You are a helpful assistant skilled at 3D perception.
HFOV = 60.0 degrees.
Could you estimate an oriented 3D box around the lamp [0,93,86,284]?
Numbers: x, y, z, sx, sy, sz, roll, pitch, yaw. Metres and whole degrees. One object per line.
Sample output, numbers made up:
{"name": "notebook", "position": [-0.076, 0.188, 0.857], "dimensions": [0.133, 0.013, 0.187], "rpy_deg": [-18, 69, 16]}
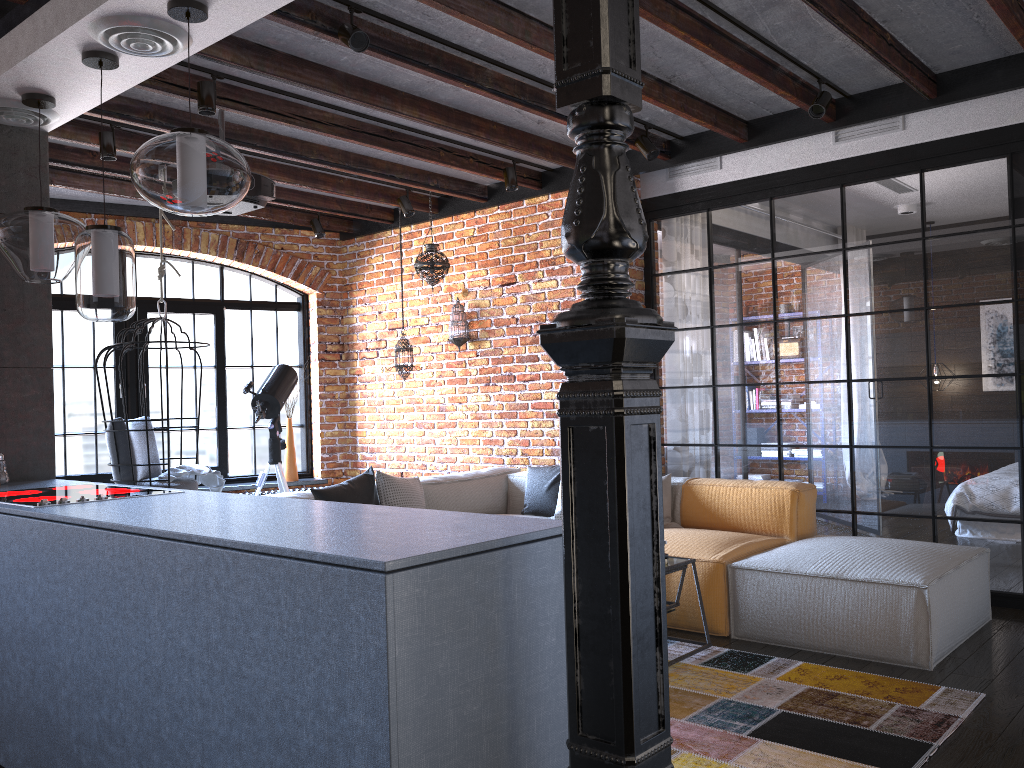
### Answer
{"name": "lamp", "position": [-1.905, -0.785, 3.584], "dimensions": [0.367, 0.747, 0.367], "rpy_deg": [-2, -1, 4]}

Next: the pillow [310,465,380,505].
{"name": "pillow", "position": [-0.871, 0.673, 4.917], "dimensions": [0.238, 0.417, 0.538], "rpy_deg": [-2, -1, 30]}

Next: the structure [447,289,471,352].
{"name": "structure", "position": [-0.404, -0.485, 6.694], "dimensions": [0.169, 0.482, 0.169], "rpy_deg": [-2, -1, 41]}

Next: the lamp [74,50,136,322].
{"name": "lamp", "position": [-1.470, -0.702, 3.192], "dimensions": [0.195, 0.955, 0.198], "rpy_deg": [-1, -1, -19]}

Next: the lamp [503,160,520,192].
{"name": "lamp", "position": [-0.004, -1.368, 5.829], "dimensions": [0.113, 0.194, 0.085], "rpy_deg": [-2, -1, 12]}

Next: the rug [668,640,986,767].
{"name": "rug", "position": [0.382, 1.179, 3.472], "dimensions": [2.364, 0.013, 1.432], "rpy_deg": [-3, -2, 41]}

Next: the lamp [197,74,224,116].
{"name": "lamp", "position": [-1.426, -1.365, 4.187], "dimensions": [0.082, 0.184, 0.119], "rpy_deg": [-2, -1, 37]}

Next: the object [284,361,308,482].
{"name": "object", "position": [-1.816, 0.290, 7.470], "dimensions": [0.270, 1.053, 0.299], "rpy_deg": [-1, -1, -29]}

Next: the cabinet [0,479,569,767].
{"name": "cabinet", "position": [-1.136, 0.797, 2.798], "dimensions": [2.961, 0.844, 0.607], "rpy_deg": [-3, -1, 41]}

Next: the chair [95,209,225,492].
{"name": "chair", "position": [-2.275, -0.308, 5.637], "dimensions": [0.682, 2.220, 0.802], "rpy_deg": [-2, -1, -4]}

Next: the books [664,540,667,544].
{"name": "books", "position": [0.509, 0.692, 3.846], "dimensions": [0.268, 0.014, 0.196], "rpy_deg": [-1, -2, -38]}

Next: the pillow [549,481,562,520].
{"name": "pillow", "position": [0.475, 0.667, 5.401], "dimensions": [0.495, 0.354, 0.293], "rpy_deg": [-2, -1, 26]}

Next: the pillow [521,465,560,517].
{"name": "pillow", "position": [0.254, 0.664, 5.664], "dimensions": [0.510, 0.400, 0.263], "rpy_deg": [-2, -1, 35]}

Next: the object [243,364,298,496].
{"name": "object", "position": [-1.823, 0.580, 6.553], "dimensions": [0.570, 1.471, 0.616], "rpy_deg": [-1, -1, -23]}

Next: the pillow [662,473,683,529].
{"name": "pillow", "position": [0.710, 0.683, 5.108], "dimensions": [0.485, 0.314, 0.358], "rpy_deg": [-2, -1, -6]}

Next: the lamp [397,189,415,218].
{"name": "lamp", "position": [-0.778, -1.324, 6.500], "dimensions": [0.134, 0.208, 0.090], "rpy_deg": [-2, -1, 8]}

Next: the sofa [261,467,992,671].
{"name": "sofa", "position": [0.328, 0.882, 4.480], "dimensions": [3.301, 0.697, 2.536], "rpy_deg": [-3, -2, 40]}

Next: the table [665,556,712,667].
{"name": "table", "position": [0.281, 0.981, 3.874], "dimensions": [0.848, 0.388, 0.842], "rpy_deg": [-3, -2, 41]}

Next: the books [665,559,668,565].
{"name": "books", "position": [0.514, 0.770, 3.842], "dimensions": [0.247, 0.024, 0.209], "rpy_deg": [-1, -1, -30]}

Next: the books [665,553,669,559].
{"name": "books", "position": [0.514, 0.747, 3.843], "dimensions": [0.251, 0.023, 0.209], "rpy_deg": [-1, -1, -30]}

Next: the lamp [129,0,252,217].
{"name": "lamp", "position": [-1.023, -0.868, 2.820], "dimensions": [0.364, 0.665, 0.364], "rpy_deg": [-2, -1, 24]}

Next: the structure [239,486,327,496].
{"name": "structure", "position": [-1.920, 1.097, 7.144], "dimensions": [1.115, 0.476, 0.106], "rpy_deg": [-1, -1, -32]}

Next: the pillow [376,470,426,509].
{"name": "pillow", "position": [-0.631, 0.684, 5.155], "dimensions": [0.250, 0.402, 0.543], "rpy_deg": [-2, -1, 23]}

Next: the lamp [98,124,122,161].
{"name": "lamp", "position": [-2.204, -1.325, 4.859], "dimensions": [0.116, 0.188, 0.083], "rpy_deg": [-2, -1, 4]}

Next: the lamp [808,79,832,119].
{"name": "lamp", "position": [1.556, -1.436, 4.480], "dimensions": [0.082, 0.207, 0.159], "rpy_deg": [-2, -1, 41]}

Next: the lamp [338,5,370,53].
{"name": "lamp", "position": [-0.622, -1.395, 3.502], "dimensions": [0.092, 0.201, 0.162], "rpy_deg": [-1, -1, -32]}

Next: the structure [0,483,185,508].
{"name": "structure", "position": [-1.607, 0.407, 3.192], "dimensions": [0.763, 0.057, 0.504], "rpy_deg": [-3, -2, 41]}

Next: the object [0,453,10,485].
{"name": "object", "position": [-2.170, 0.358, 3.752], "dimensions": [0.069, 0.135, 0.069], "rpy_deg": [-2, -1, 21]}

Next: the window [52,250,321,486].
{"name": "window", "position": [-3.036, -0.118, 7.073], "dimensions": [3.293, 2.233, 0.177], "rpy_deg": [-1, -1, -32]}

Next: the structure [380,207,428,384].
{"name": "structure", "position": [-0.845, -0.717, 6.817], "dimensions": [0.338, 1.437, 0.389], "rpy_deg": [-2, -1, 41]}

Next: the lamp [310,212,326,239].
{"name": "lamp", "position": [-1.578, -1.285, 7.196], "dimensions": [0.134, 0.208, 0.093], "rpy_deg": [-2, -1, 17]}

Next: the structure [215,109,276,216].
{"name": "structure", "position": [-1.503, -1.308, 4.570], "dimensions": [0.464, 0.816, 0.409], "rpy_deg": [-3, -1, 41]}

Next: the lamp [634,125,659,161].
{"name": "lamp", "position": [0.787, -1.397, 5.161], "dimensions": [0.150, 0.210, 0.094], "rpy_deg": [-3, -1, 43]}

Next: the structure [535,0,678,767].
{"name": "structure", "position": [1.659, -0.009, 5.449], "dimensions": [0.481, 2.393, 8.514], "rpy_deg": [-2, -1, 22]}

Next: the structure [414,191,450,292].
{"name": "structure", "position": [-0.591, -1.065, 6.501], "dimensions": [0.265, 0.779, 0.273], "rpy_deg": [-2, -1, -10]}
